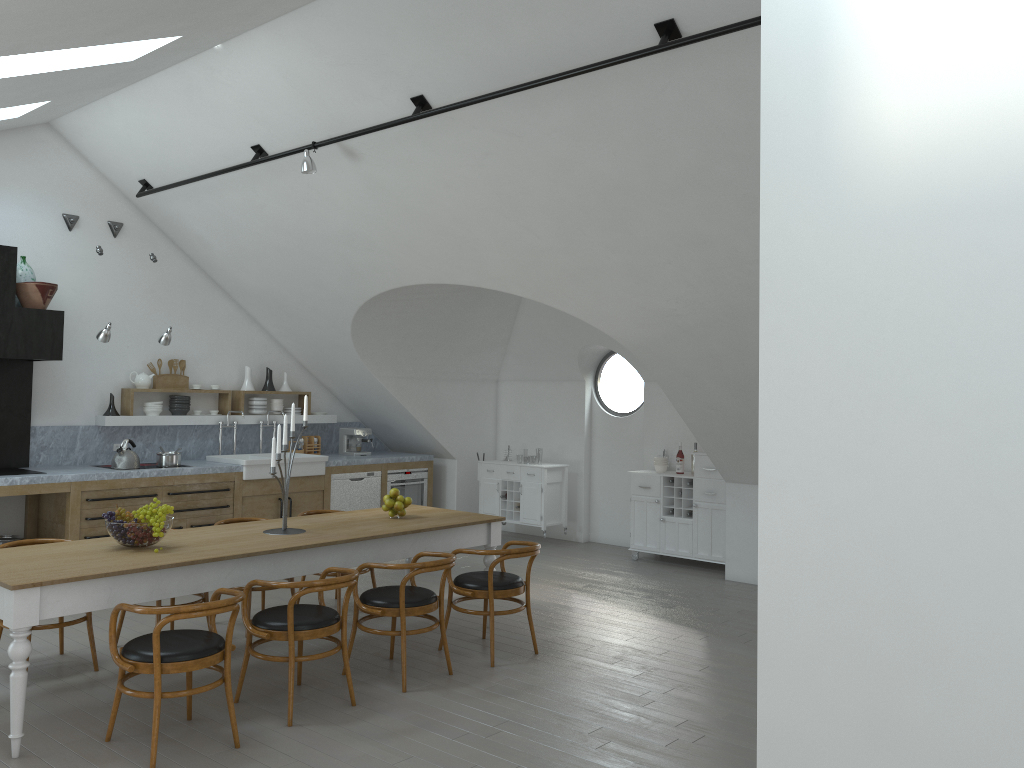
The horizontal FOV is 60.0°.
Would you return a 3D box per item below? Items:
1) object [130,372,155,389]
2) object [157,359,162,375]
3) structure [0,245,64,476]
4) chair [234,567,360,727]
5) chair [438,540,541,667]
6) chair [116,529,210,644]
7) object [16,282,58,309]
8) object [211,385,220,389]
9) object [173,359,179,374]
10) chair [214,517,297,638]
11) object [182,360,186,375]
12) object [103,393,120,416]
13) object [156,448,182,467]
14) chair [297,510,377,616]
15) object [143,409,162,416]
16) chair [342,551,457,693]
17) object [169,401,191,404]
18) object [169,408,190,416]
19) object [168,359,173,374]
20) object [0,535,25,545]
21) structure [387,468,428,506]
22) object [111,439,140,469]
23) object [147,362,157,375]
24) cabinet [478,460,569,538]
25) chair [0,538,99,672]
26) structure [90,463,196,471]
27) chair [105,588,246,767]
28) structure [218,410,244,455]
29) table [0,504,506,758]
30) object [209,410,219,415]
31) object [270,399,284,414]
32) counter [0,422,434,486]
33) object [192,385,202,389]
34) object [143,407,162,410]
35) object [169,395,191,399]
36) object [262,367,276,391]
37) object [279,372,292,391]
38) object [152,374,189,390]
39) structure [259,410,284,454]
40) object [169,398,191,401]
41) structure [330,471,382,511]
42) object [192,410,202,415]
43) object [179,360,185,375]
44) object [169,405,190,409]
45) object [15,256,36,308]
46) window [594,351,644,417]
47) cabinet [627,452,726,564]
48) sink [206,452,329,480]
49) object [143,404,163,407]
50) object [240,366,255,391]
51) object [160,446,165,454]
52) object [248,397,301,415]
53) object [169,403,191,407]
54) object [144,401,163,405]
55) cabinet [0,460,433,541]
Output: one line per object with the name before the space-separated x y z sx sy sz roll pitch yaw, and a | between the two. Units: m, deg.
object | -3.667 -0.037 8.786 0.174 0.169 0.167 0 -2 24
object | -3.555 -0.108 8.946 0.027 0.299 0.055 -1 -3 41
structure | -4.469 -0.200 7.434 0.780 1.887 1.074 -1 -3 41
chair | -1.129 1.366 4.768 0.621 0.736 0.527 -1 -2 41
chair | -0.115 1.398 5.807 0.621 0.736 0.527 -1 -3 44
chair | -2.310 1.360 5.857 0.621 0.736 0.527 0 -2 38
object | -4.110 -0.748 7.626 0.348 0.237 0.366 2 -2 -32
object | -3.140 0.037 9.383 0.098 0.049 0.098 0 -1 38
object | -3.439 -0.104 9.048 0.019 0.299 0.057 -1 -3 41
chair | -1.878 1.376 6.445 0.621 0.736 0.527 -1 -3 44
object | -3.388 -0.101 9.138 0.030 0.294 0.057 -1 -3 41
object | -3.858 0.196 8.547 0.156 0.219 0.156 0 -2 22
object | -3.228 0.711 8.487 0.232 0.170 0.394 0 -1 21
chair | -1.397 1.392 6.985 0.621 0.736 0.527 0 -2 37
object | -3.582 0.284 8.834 0.181 0.064 0.181 2 -1 -27
chair | -0.640 1.382 5.307 0.621 0.736 0.527 0 -2 36
object | -3.393 0.210 9.053 0.205 0.072 0.205 0 -1 28
object | -3.396 0.286 9.048 0.205 0.072 0.205 0 -1 28
object | -3.476 -0.105 9.036 0.040 0.300 0.061 -1 -3 38
object | -4.492 1.403 7.700 0.455 0.197 0.268 1 -1 -15
structure | -1.432 1.304 10.477 0.631 0.637 0.632 0 -2 41
object | -3.536 0.636 8.124 0.246 0.268 0.246 2 -2 -39
object | -3.577 -0.091 8.916 0.199 0.259 0.016 3 -3 -39
cabinet | 0.094 1.319 10.359 1.134 0.790 0.496 0 -2 41
chair | -2.830 1.343 5.349 0.621 0.736 0.527 -1 -2 41
structure | -3.472 0.791 8.316 0.647 0.041 0.737 0 -1 41
chair | -1.574 1.349 4.193 0.621 0.736 0.527 -1 -3 44
structure | -2.885 0.542 9.276 0.332 0.530 0.214 0 -2 21
table | -1.532 1.334 5.538 1.018 0.800 3.346 0 -2 41
object | -3.149 0.305 9.366 0.098 0.049 0.098 0 -1 38
object | -2.627 0.250 9.899 0.158 0.160 0.154 2 -2 -21
counter | -3.353 0.532 8.565 0.961 0.620 6.570 0 -1 41
object | -3.280 0.032 9.221 0.098 0.049 0.098 0 -1 38
object | -3.582 0.262 8.834 0.181 0.065 0.181 1 -1 -12
object | -3.395 0.157 9.060 0.205 0.080 0.205 0 -1 43
object | -2.706 -0.054 9.875 0.156 0.268 0.156 3 -3 -45
object | -2.567 -0.024 10.050 0.156 0.219 0.156 0 -2 22
object | -3.471 -0.026 9.025 0.084 0.158 0.353 -1 -2 41
structure | -2.565 0.553 9.645 0.332 0.530 0.214 0 -2 21
object | -3.393 0.185 9.059 0.205 0.084 0.205 1 -1 -22
structure | -1.931 1.382 9.905 0.598 0.824 0.723 -1 -2 41
object | -3.275 0.301 9.221 0.098 0.049 0.098 0 -1 38
object | -3.399 -0.101 9.098 0.039 0.298 0.067 -1 -3 41
object | -3.396 0.260 9.049 0.205 0.086 0.205 1 -1 -11
object | -4.345 -0.883 7.859 0.231 0.504 0.230 1 -2 -8
window | 1.301 -0.020 10.269 0.899 0.901 0.060 0 -3 41
cabinet | 1.828 1.266 9.112 1.242 1.155 0.609 0 -3 41
sink | -2.542 0.850 9.236 0.727 0.202 1.020 0 -1 41
object | -3.579 0.238 8.838 0.181 0.069 0.181 2 -1 -32
object | -2.881 -0.060 9.679 0.156 0.268 0.156 0 -2 30
object | -3.305 0.683 8.449 0.236 0.167 0.051 0 -3 36
object | -2.646 0.252 9.914 0.198 0.196 0.656 0 -2 40
object | -3.389 0.232 9.048 0.205 0.086 0.205 1 -1 -6
object | -3.578 0.210 8.840 0.181 0.076 0.181 1 -1 -11
cabinet | -3.399 1.351 8.459 1.003 1.023 6.423 0 -2 41
